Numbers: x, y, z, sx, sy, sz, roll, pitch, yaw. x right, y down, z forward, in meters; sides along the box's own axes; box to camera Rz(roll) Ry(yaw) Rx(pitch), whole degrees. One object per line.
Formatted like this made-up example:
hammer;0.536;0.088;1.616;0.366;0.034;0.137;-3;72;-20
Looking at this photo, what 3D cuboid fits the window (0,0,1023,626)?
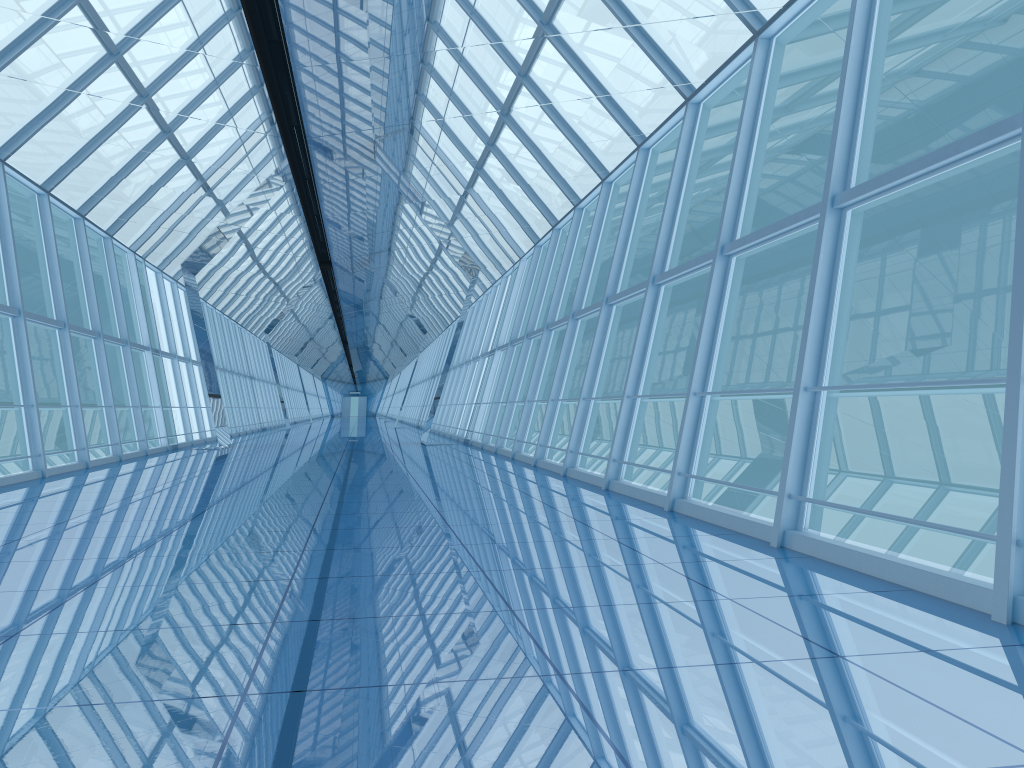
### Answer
window;-9.202;-0.126;47.421;9.915;4.950;105.301;0;-2;-10
